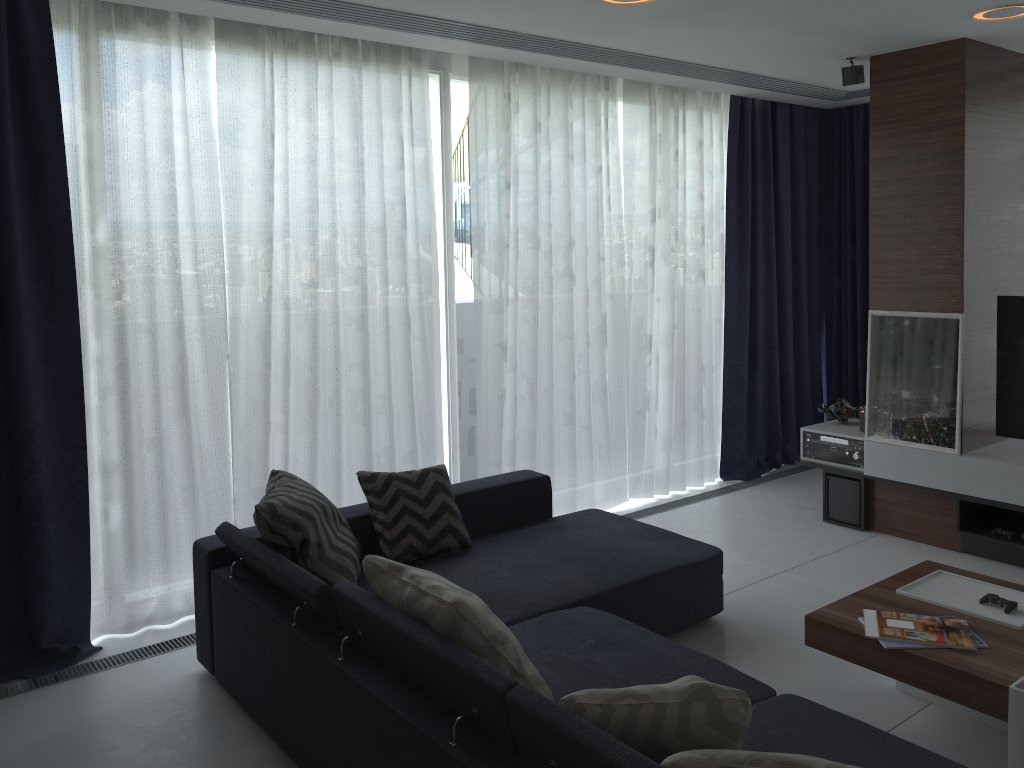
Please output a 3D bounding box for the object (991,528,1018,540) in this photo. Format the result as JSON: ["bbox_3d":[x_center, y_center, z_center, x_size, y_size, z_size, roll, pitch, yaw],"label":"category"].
[{"bbox_3d":[2.390,0.721,4.280,0.071,0.036,0.113,-4,8,-24],"label":"object"}]

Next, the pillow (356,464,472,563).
[{"bbox_3d":[-0.392,0.524,3.636,0.416,0.342,0.287,-5,7,-33],"label":"pillow"}]

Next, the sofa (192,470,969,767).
[{"bbox_3d":[0.428,0.823,2.779,1.906,0.604,2.885,-7,10,-37],"label":"sofa"}]

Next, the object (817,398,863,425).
[{"bbox_3d":[1.974,0.158,5.232,0.311,0.149,0.138,0,6,10],"label":"object"}]

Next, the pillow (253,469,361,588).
[{"bbox_3d":[-0.728,0.608,3.176,0.355,0.515,0.602,-2,6,-7],"label":"pillow"}]

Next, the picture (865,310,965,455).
[{"bbox_3d":[2.069,-0.023,4.561,0.053,0.696,0.502,-4,5,-38],"label":"picture"}]

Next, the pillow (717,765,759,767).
[{"bbox_3d":[0.566,0.810,1.498,0.415,0.383,0.223,1,5,22],"label":"pillow"}]

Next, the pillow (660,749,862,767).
[{"bbox_3d":[0.507,0.813,1.737,0.416,0.292,0.333,1,6,14],"label":"pillow"}]

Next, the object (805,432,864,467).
[{"bbox_3d":[1.947,0.353,5.085,0.370,0.149,0.371,-7,10,-37],"label":"object"}]

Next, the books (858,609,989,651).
[{"bbox_3d":[4.623,1.083,0.695,8.247,0.370,0.408,4,8,31],"label":"books"}]

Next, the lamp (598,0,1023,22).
[{"bbox_3d":[3.268,-1.060,0.113,9.607,0.084,5.378,5,11,38],"label":"lamp"}]

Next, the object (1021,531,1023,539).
[{"bbox_3d":[2.614,0.722,4.130,0.315,0.067,0.315,-7,10,-37],"label":"object"}]

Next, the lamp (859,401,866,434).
[{"bbox_3d":[1.999,0.168,4.955,0.077,0.210,0.154,0,5,11],"label":"lamp"}]

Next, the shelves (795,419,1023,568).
[{"bbox_3d":[2.704,0.582,4.458,0.876,0.496,2.360,-7,10,-37],"label":"shelves"}]

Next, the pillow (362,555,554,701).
[{"bbox_3d":[-0.158,0.685,2.442,0.344,0.385,0.497,-5,8,-38],"label":"pillow"}]

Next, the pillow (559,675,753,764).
[{"bbox_3d":[0.311,0.779,1.944,0.418,0.349,0.282,-1,5,5],"label":"pillow"}]

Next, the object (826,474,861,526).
[{"bbox_3d":[1.928,0.633,4.963,0.255,0.249,0.214,-6,7,-38],"label":"object"}]

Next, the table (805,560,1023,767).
[{"bbox_3d":[1.522,0.920,2.834,0.808,0.350,0.804,-7,9,-37],"label":"table"}]

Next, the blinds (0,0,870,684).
[{"bbox_3d":[1.327,-0.230,2.448,7.160,2.754,5.827,-6,9,-34],"label":"blinds"}]

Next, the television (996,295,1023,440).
[{"bbox_3d":[2.812,0.012,3.932,0.298,0.781,1.235,-4,7,-38],"label":"television"}]

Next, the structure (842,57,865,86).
[{"bbox_3d":[1.829,-1.670,4.736,0.085,0.141,0.115,3,7,42],"label":"structure"}]

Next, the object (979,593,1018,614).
[{"bbox_3d":[1.610,0.719,2.917,0.071,0.036,0.113,-4,8,-24],"label":"object"}]
